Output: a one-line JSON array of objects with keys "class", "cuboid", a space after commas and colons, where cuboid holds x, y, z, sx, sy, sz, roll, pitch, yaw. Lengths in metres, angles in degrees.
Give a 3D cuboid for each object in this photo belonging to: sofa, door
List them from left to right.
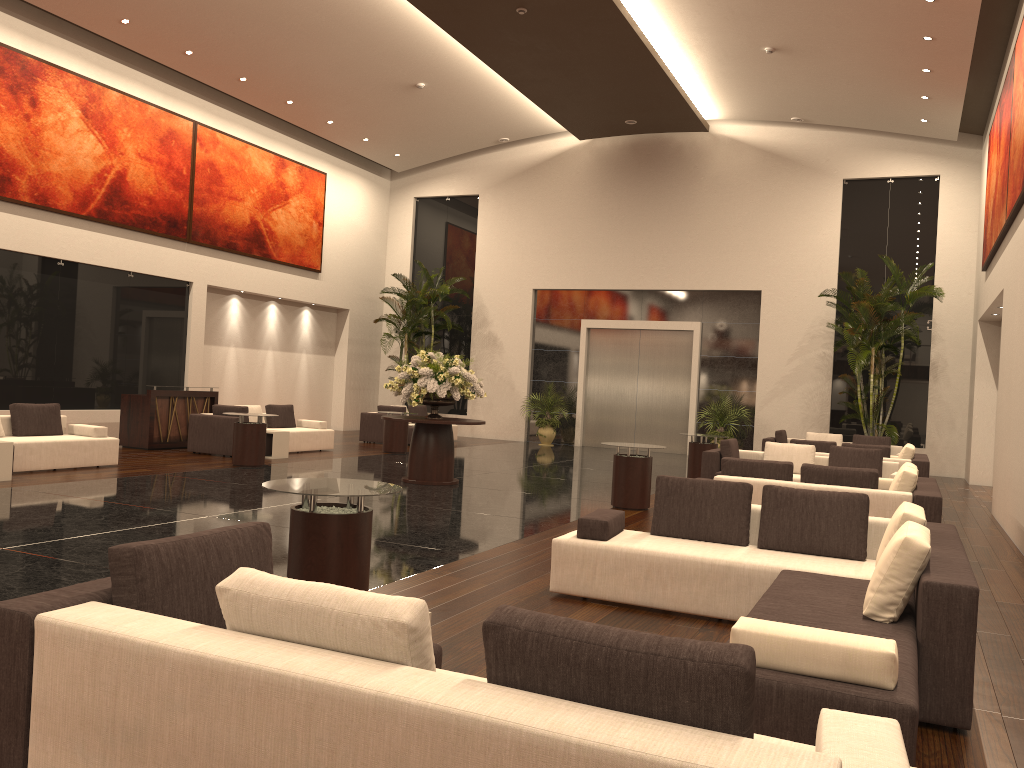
[{"class": "sofa", "cuboid": [-6.501, 0.694, 11.486, 1.291, 0.862, 2.846, 3, 0, 24]}, {"class": "sofa", "cuboid": [-4.383, 0.819, 16.204, 1.291, 0.862, 2.846, 3, 0, 24]}, {"class": "sofa", "cuboid": [-2.259, 0.945, 20.938, 1.291, 0.862, 2.846, 3, 0, 24]}, {"class": "sofa", "cuboid": [-0.171, 1.029, 2.838, 2.846, 0.862, 1.291, 3, 0, 24]}, {"class": "door", "cuboid": [3.159, 0.150, 22.328, 2.767, 3.048, 0.040, 3, 0, 24]}, {"class": "sofa", "cuboid": [1.178, 1.107, 5.092, 2.586, 0.862, 3.366, 3, 0, 24]}, {"class": "sofa", "cuboid": [4.159, 1.284, 12.486, 2.846, 0.862, 1.291, 3, 0, 24]}, {"class": "sofa", "cuboid": [3.351, 1.236, 9.979, 2.586, 0.862, 3.366, 3, 0, 24]}, {"class": "sofa", "cuboid": [6.482, 1.421, 17.660, 2.846, 0.862, 1.291, 3, 0, 24]}, {"class": "sofa", "cuboid": [5.674, 1.373, 15.153, 2.586, 0.862, 3.366, 3, 0, 24]}]

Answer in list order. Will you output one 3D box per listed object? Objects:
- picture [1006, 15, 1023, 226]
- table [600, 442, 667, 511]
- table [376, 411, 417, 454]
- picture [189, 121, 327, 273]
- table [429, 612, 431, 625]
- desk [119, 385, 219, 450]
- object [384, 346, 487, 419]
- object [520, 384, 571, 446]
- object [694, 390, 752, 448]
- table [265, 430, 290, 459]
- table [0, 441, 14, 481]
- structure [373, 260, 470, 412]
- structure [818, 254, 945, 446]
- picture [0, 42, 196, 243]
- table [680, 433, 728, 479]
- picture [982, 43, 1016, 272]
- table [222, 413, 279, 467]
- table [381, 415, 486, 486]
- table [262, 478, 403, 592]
[{"class": "picture", "cuboid": [5.983, -3.497, 10.155, 0.070, 2.526, 4.515, 3, 0, 24]}, {"class": "table", "cuboid": [1.514, 1.168, 11.197, 0.833, 0.795, 0.844, 3, 0, -15]}, {"class": "table", "cuboid": [-2.313, 0.968, 17.659, 0.833, 0.795, 0.844, 3, 0, -15]}, {"class": "picture", "cuboid": [-5.704, -4.124, 20.375, 0.070, 2.526, 4.515, 3, 0, 24]}, {"class": "table", "cuboid": [-0.627, 1.208, 3.759, 0.400, 0.460, 0.400, 3, 0, 24]}, {"class": "desk", "cuboid": [-6.198, 0.591, 16.153, 0.760, 1.114, 1.634, 3, 0, 24]}, {"class": "object", "cuboid": [-1.078, -0.044, 12.830, 1.453, 1.097, 1.402, 3, 0, -20]}, {"class": "object", "cuboid": [0.919, 0.713, 22.420, 1.373, 1.682, 1.297, 3, 0, -33]}, {"class": "object", "cuboid": [4.844, 0.927, 20.596, 1.373, 1.682, 1.297, 3, 0, -28]}, {"class": "table", "cuboid": [-4.116, 1.035, 15.219, 0.400, 0.460, 0.400, 3, 0, 24]}, {"class": "table", "cuboid": [-6.234, 0.910, 10.501, 0.400, 0.460, 0.400, 3, 0, 24]}, {"class": "structure", "cuboid": [-2.407, -0.935, 23.501, 2.436, 4.611, 2.531, 3, 0, -4]}, {"class": "structure", "cuboid": [7.760, -0.382, 18.766, 2.436, 4.611, 2.531, 3, 0, -4]}, {"class": "picture", "cuboid": [-7.555, -4.233, 16.250, 0.070, 2.526, 4.515, 3, 0, 24]}, {"class": "table", "cuboid": [3.258, 1.271, 15.150, 0.833, 0.795, 0.844, 3, 0, -15]}, {"class": "picture", "cuboid": [7.834, -3.387, 14.279, 0.070, 2.526, 4.515, 3, 0, 24]}, {"class": "table", "cuboid": [-4.056, 0.865, 13.705, 0.833, 0.795, 0.844, 3, 0, -15]}, {"class": "table", "cuboid": [-1.157, 0.961, 12.841, 1.498, 0.921, 1.498, 3, 0, 15]}, {"class": "table", "cuboid": [-1.103, 1.014, 5.367, 0.844, 0.795, 0.833, 3, 0, -27]}]
